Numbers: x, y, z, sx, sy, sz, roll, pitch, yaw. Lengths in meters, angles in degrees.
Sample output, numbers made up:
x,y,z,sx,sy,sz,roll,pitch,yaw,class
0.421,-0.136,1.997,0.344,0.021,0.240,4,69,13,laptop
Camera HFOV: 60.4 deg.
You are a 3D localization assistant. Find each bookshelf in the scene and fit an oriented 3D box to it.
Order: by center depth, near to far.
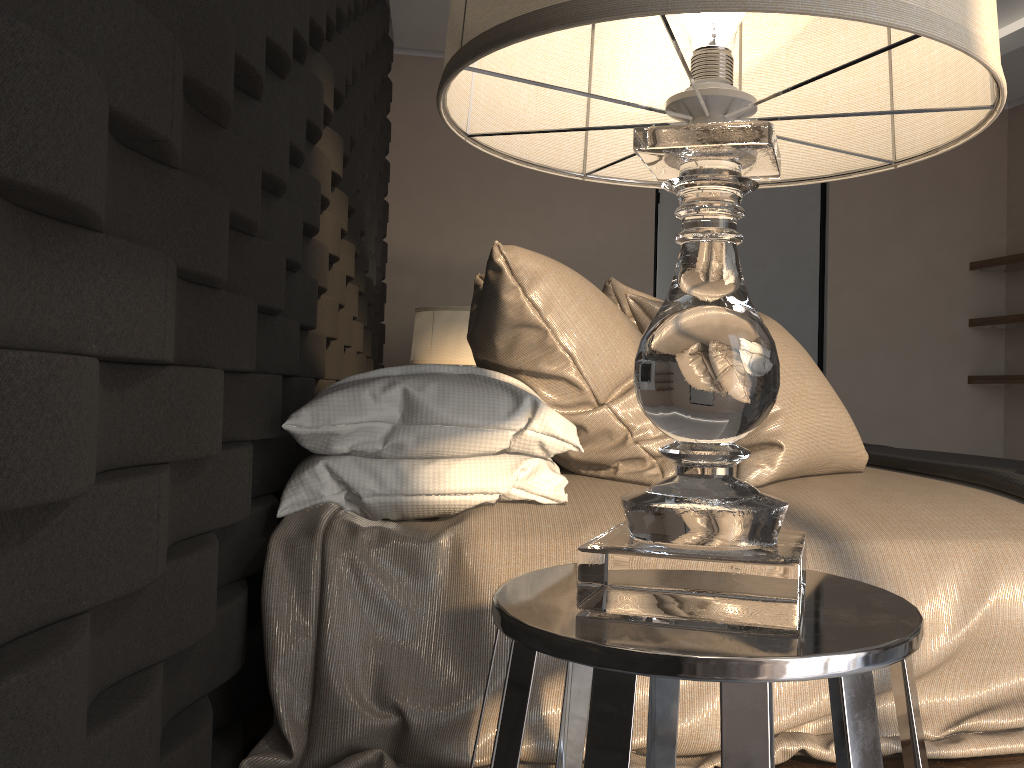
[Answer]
x,y,z,sx,sy,sz,roll,pitch,yaw,class
3.290,-0.102,2.982,0.238,1.203,4.379,2,-1,-15,bookshelf

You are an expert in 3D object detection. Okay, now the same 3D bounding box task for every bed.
x,y,z,sx,sy,sz,roll,pitch,yaw,class
0.717,0.503,2.286,2.336,0.624,2.250,1,-1,-8,bed

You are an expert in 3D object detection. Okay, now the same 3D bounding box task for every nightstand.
x,y,z,sx,sy,sz,roll,pitch,yaw,class
0.155,0.485,0.757,0.548,0.603,0.554,1,-1,4,nightstand

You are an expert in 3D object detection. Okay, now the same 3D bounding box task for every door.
x,y,z,sx,sy,sz,roll,pitch,yaw,class
1.249,-0.193,4.891,1.019,2.094,0.151,2,-1,-10,door

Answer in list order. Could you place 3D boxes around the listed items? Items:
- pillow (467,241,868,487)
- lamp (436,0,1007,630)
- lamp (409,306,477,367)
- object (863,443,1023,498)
x,y,z,sx,sy,sz,roll,pitch,yaw,class
0.343,-0.064,2.184,0.913,0.518,1.239,2,-1,-5,pillow
0.169,-0.133,0.757,0.447,0.631,0.484,1,-1,25,lamp
-0.185,0.018,3.601,0.440,0.631,0.491,1,-1,44,lamp
1.177,0.337,2.376,0.629,0.322,2.015,2,-1,-6,object
